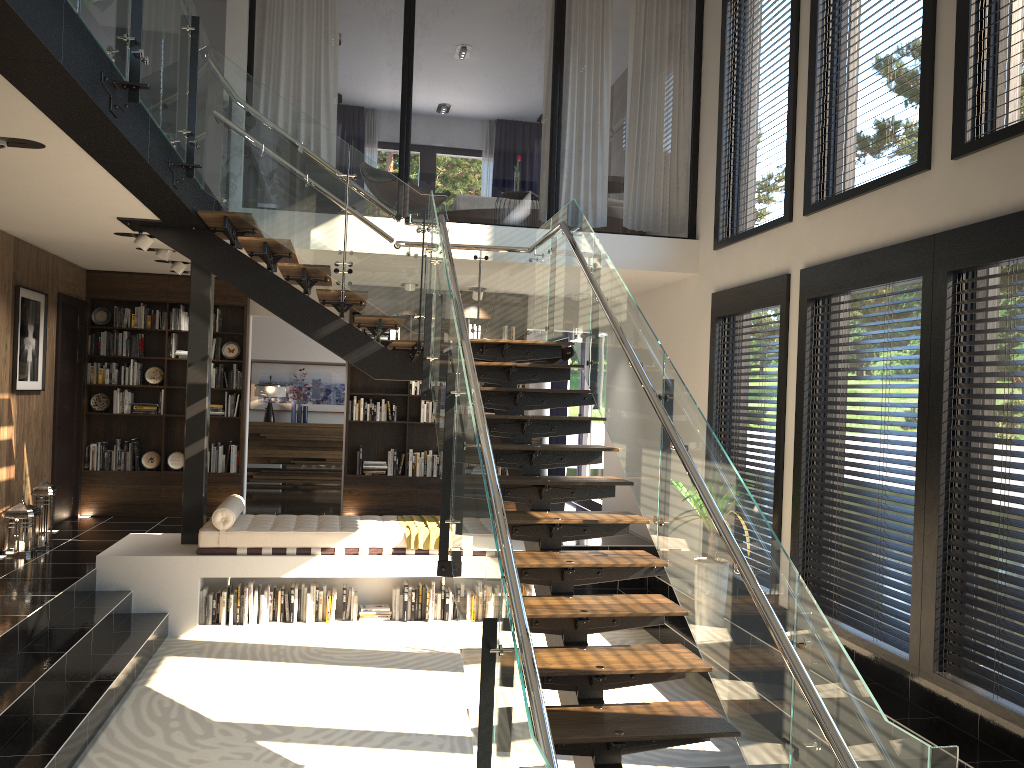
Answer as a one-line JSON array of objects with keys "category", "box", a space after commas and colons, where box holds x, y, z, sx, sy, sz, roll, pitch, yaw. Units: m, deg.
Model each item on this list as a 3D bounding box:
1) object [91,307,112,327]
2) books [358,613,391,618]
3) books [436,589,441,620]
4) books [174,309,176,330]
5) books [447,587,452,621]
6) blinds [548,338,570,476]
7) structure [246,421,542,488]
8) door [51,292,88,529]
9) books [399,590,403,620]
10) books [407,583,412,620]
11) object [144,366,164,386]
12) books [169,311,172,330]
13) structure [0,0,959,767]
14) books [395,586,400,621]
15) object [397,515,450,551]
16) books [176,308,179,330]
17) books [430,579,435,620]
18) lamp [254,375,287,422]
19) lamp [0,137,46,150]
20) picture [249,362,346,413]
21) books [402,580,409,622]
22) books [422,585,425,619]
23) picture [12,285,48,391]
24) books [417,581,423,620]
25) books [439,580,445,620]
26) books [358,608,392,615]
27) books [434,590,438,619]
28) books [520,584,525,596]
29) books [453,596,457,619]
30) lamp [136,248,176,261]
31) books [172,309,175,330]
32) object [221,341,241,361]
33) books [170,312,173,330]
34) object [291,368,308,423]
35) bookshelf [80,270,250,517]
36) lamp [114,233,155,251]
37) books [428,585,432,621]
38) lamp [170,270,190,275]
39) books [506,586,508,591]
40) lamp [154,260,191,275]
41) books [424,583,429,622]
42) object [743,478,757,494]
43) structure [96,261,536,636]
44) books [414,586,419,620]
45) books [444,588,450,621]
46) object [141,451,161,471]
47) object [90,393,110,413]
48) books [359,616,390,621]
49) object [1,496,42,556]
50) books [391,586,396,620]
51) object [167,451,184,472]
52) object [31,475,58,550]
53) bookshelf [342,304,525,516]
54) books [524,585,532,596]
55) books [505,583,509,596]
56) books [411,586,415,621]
[{"category": "object", "box": [-4.533, -0.739, 9.785, 0.212, 0.222, 0.082, 2, 0, -11]}, {"category": "books", "box": [-1.183, 1.982, 7.634, 0.261, 0.024, 0.167, 2, -1, -14]}, {"category": "books", "box": [-0.642, 1.922, 7.725, 0.028, 0.231, 0.158, 2, 0, -11]}, {"category": "books", "box": [-3.750, -0.714, 9.945, 0.014, 0.231, 0.280, 2, 0, -11]}, {"category": "books", "box": [-0.548, 1.913, 7.722, 0.019, 0.256, 0.186, 2, 0, -11]}, {"category": "blinds", "box": [0.689, 0.367, 13.547, 0.161, 2.770, 1.080, 2, 0, -12]}, {"category": "structure", "box": [-2.697, 1.097, 13.702, 6.277, 0.982, 0.885, 2, 0, -11]}, {"category": "door", "box": [-4.624, 0.273, 9.181, 0.104, 2.347, 0.931, 2, 0, -11]}, {"category": "books", "box": [-0.965, 1.913, 7.671, 0.027, 0.226, 0.165, 2, 0, -11]}, {"category": "books", "box": [-0.895, 1.886, 7.690, 0.030, 0.284, 0.176, 2, 0, -11]}, {"category": "object", "box": [-3.998, -0.088, 9.914, 0.212, 0.222, 0.082, 2, 0, -11]}, {"category": "books", "box": [-3.831, -0.708, 9.985, 0.023, 0.213, 0.194, 2, 0, -11]}, {"category": "structure", "box": [-0.733, 0.030, 4.226, 3.447, 4.868, 7.279, 2, -1, -11]}, {"category": "books", "box": [-0.989, 1.889, 7.651, 0.030, 0.273, 0.168, 2, 0, -11]}, {"category": "object", "box": [-0.814, 1.488, 8.085, 0.466, 0.510, 1.166, 2, -1, -11]}, {"category": "books", "box": [-3.736, -0.718, 9.943, 0.013, 0.239, 0.255, 2, 0, -11]}, {"category": "books", "box": [-0.696, 1.873, 7.725, 0.029, 0.326, 0.153, 2, 0, -11]}, {"category": "lamp", "box": [-3.668, 0.229, 13.451, 0.470, 0.725, 0.470, 2, 0, -18]}, {"category": "lamp", "box": [-2.586, -1.290, 4.559, 0.346, 0.177, 0.195, 2, 0, -11]}, {"category": "picture", "box": [-2.289, 0.094, 13.964, 3.543, 0.748, 0.035, 2, 0, -11]}, {"category": "books", "box": [-0.924, 1.869, 7.650, 0.043, 0.316, 0.209, 2, 0, -11]}, {"category": "books", "box": [-0.779, 1.898, 7.731, 0.026, 0.270, 0.128, 2, 0, -11]}, {"category": "picture", "box": [-4.331, -0.393, 7.987, 0.028, 0.911, 0.748, 2, 0, -11]}, {"category": "books", "box": [-0.803, 1.879, 7.692, 0.035, 0.305, 0.151, 2, 0, -11]}, {"category": "books", "box": [-0.611, 1.880, 7.726, 0.033, 0.318, 0.152, 2, 0, -11]}, {"category": "books", "box": [-1.183, 1.958, 7.639, 0.274, 0.025, 0.156, 2, -1, -14]}, {"category": "books", "box": [-0.672, 1.924, 7.737, 0.026, 0.226, 0.132, 2, 0, -11]}, {"category": "books", "box": [0.080, 1.921, 7.860, 0.043, 0.287, 0.147, 2, 0, -10]}, {"category": "books", "box": [-0.489, 1.897, 7.762, 0.066, 0.294, 0.142, 2, 0, -11]}, {"category": "lamp", "box": [-3.238, -1.240, 8.069, 0.346, 0.231, 0.195, 2, 0, -11]}, {"category": "books", "box": [-3.776, -0.718, 9.961, 0.033, 0.237, 0.231, 2, 0, -11]}, {"category": "object", "box": [-3.183, -0.373, 10.045, 0.212, 0.222, 0.082, 2, 0, -11]}, {"category": "books", "box": [-3.801, -0.703, 9.944, 0.021, 0.204, 0.224, 2, 0, -11]}, {"category": "object", "box": [-3.261, 0.182, 13.636, 0.272, 0.860, 0.270, 2, 0, 4]}, {"category": "bookshelf", "box": [-3.872, 0.135, 9.949, 1.703, 2.682, 0.273, 2, 0, -11]}, {"category": "lamp", "box": [-3.097, -1.229, 7.308, 0.346, 0.262, 0.195, 2, 0, -11]}, {"category": "books", "box": [-0.721, 1.900, 7.700, 0.027, 0.270, 0.187, 2, 0, -11]}, {"category": "lamp", "box": [-3.521, -1.257, 9.597, 0.346, 0.177, 0.195, 2, 0, -11]}, {"category": "books", "box": [-0.078, 1.917, 7.829, 0.039, 0.284, 0.199, 2, 0, -11]}, {"category": "lamp", "box": [-3.380, -1.219, 8.831, 0.346, 0.262, 0.195, 2, 0, -11]}, {"category": "books", "box": [-0.742, 1.890, 7.674, 0.026, 0.287, 0.204, 2, 0, -11]}, {"category": "object", "box": [1.510, 1.318, 6.758, 0.876, 1.338, 0.830, 2, 0, -21]}, {"category": "structure", "box": [-1.508, 0.458, 7.938, 3.782, 3.245, 1.149, 2, 0, -11]}, {"category": "books", "box": [-0.834, 1.897, 7.683, 0.029, 0.268, 0.146, 2, 0, -11]}, {"category": "books", "box": [-0.575, 1.914, 7.716, 0.036, 0.253, 0.178, 2, 0, -11]}, {"category": "object", "box": [-4.027, 0.857, 9.894, 0.212, 0.222, 0.082, 2, 0, -11]}, {"category": "object", "box": [-4.557, 0.208, 9.812, 0.212, 0.222, 0.082, 2, 0, -11]}, {"category": "books", "box": [-1.184, 2.006, 7.634, 0.257, 0.024, 0.167, 2, -1, -11]}, {"category": "object", "box": [-4.160, 1.192, 7.519, 0.262, 0.483, 0.262, 2, 0, -11]}, {"category": "books", "box": [-1.022, 1.893, 7.672, 0.026, 0.263, 0.156, 2, 0, -11]}, {"category": "object", "box": [-3.756, 0.867, 9.939, 0.212, 0.222, 0.082, 2, 0, -11]}, {"category": "object", "box": [-4.101, 1.117, 7.764, 0.182, 0.643, 0.182, 2, 0, -11]}, {"category": "bookshelf", "box": [-0.900, 0.247, 10.502, 2.090, 2.682, 0.273, 2, 0, -11]}, {"category": "books", "box": [0.126, 1.934, 7.831, 0.037, 0.264, 0.272, 2, 0, -11]}, {"category": "books", "box": [-0.042, 1.918, 7.816, 0.028, 0.285, 0.210, 2, 0, -11]}, {"category": "books", "box": [-0.861, 1.895, 7.669, 0.029, 0.268, 0.173, 2, 0, -11]}]
